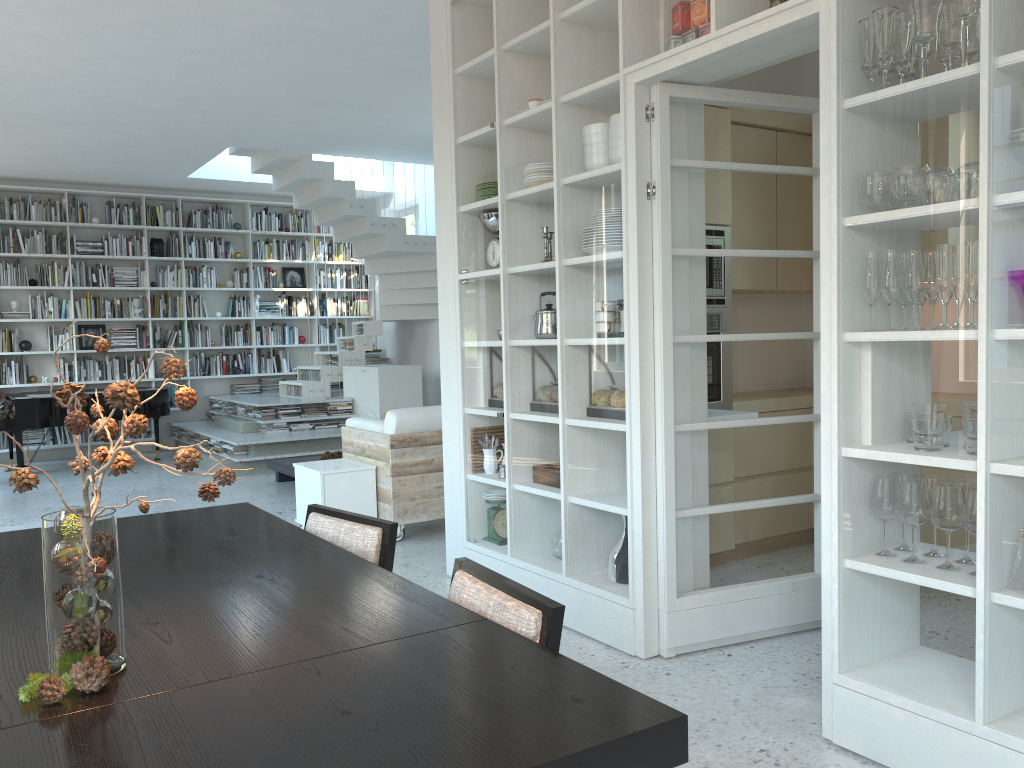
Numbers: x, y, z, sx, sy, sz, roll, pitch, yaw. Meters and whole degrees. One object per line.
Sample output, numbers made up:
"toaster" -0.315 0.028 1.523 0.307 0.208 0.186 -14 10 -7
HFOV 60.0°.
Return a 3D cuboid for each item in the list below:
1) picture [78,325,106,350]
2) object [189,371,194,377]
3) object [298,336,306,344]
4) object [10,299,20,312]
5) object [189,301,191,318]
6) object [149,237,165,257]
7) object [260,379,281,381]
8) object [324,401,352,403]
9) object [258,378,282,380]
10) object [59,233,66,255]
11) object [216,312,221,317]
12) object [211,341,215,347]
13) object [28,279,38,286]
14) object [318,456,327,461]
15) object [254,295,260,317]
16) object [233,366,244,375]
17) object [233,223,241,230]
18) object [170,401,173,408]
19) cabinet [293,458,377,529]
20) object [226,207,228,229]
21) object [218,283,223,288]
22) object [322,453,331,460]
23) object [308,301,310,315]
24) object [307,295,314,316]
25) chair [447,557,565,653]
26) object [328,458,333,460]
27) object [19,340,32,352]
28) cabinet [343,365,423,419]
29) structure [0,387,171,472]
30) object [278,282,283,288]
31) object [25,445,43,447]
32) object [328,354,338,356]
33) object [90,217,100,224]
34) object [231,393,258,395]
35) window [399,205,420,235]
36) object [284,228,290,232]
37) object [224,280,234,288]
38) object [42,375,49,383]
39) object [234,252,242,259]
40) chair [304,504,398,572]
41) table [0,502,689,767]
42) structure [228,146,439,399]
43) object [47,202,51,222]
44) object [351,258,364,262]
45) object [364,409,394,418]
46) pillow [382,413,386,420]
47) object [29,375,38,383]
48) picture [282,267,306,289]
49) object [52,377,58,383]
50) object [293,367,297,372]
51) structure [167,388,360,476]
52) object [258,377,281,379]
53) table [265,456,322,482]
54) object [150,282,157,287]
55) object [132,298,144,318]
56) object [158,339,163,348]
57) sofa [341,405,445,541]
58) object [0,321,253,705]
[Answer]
"picture" -5.023 -0.560 10.616 0.300 0.300 0.077 -4 4 -33
"object" -4.047 -0.131 11.178 0.071 0.072 0.071 -1 3 16
"object" -2.835 -0.590 11.929 0.115 0.116 0.115 1 4 35
"object" -5.675 -0.896 10.119 0.095 0.157 0.121 -3 4 -19
"object" -4.063 -0.933 11.156 0.013 0.208 0.140 -4 4 -33
"object" -4.343 -1.667 10.853 0.135 0.248 0.135 -5 5 -43
"object" -3.209 -0.055 11.758 0.254 0.006 0.161 -3 4 -33
"object" -1.991 0.191 10.089 0.284 0.030 0.177 -3 4 -33
"object" -3.209 -0.066 11.757 0.285 0.005 0.159 -3 4 -33
"object" -5.190 -1.615 10.230 0.075 0.255 0.075 1 5 36
"object" -3.741 -0.882 11.304 0.071 0.072 0.071 -1 3 16
"object" -3.823 -0.510 11.310 0.071 0.072 0.071 -1 3 16
"object" -5.498 -1.158 10.173 0.097 0.098 0.097 -1 3 16
"object" -1.703 0.691 7.962 0.082 0.085 0.082 -3 4 -18
"object" -3.295 -1.006 11.451 0.087 0.288 0.075 -1 4 2
"object" -3.507 -0.173 11.348 0.064 0.114 0.160 2 5 45
"object" -3.517 -2.010 11.345 0.104 0.105 0.104 -1 3 16
"object" -4.244 0.248 10.958 0.093 0.095 0.093 -1 3 16
"cabinet" -1.162 0.770 5.824 0.380 0.487 0.502 -4 4 -33
"object" -3.668 -2.104 11.360 0.006 0.298 0.129 -4 4 -33
"object" -3.723 -1.250 11.325 0.068 0.068 0.068 1 4 35
"object" -1.689 0.678 8.035 0.114 0.101 0.110 1 4 39
"object" -2.764 -1.012 11.981 0.022 0.212 0.178 -4 4 -33
"object" -2.691 -1.044 11.862 0.087 0.288 0.075 -1 4 2
"chair" -0.245 0.815 1.767 0.570 0.783 0.479 -3 4 -28
"object" -1.596 0.691 7.842 0.081 0.083 0.098 -3 4 -28
"object" -5.582 -0.437 10.176 0.133 0.135 0.133 -1 3 16
"cabinet" -1.489 0.129 10.067 0.551 0.668 0.992 -4 4 -33
"structure" -4.630 0.502 9.528 1.917 0.833 1.334 -4 4 -33
"object" -3.072 -1.301 11.738 0.091 0.093 0.091 -1 3 16
"object" -5.571 0.715 10.260 0.254 0.007 0.161 -3 3 -30
"object" -2.219 -0.374 11.182 0.161 0.025 0.174 -3 3 -29
"object" -4.937 -1.928 10.495 0.104 0.106 0.104 1 4 35
"object" -3.481 0.126 11.576 0.345 0.007 0.193 -4 4 -38
"window" -1.231 -1.733 11.682 0.042 1.227 1.117 -4 4 -33
"object" -2.966 -2.027 11.699 0.071 0.072 0.071 -1 3 16
"object" -3.640 -1.278 11.405 0.111 0.113 0.111 1 4 35
"object" -5.394 -0.058 10.249 0.060 0.095 0.078 -3 4 -16
"object" -3.510 -1.642 11.374 0.100 0.102 0.100 1 4 35
"chair" -0.668 0.789 2.479 0.570 0.783 0.480 -5 5 -43
"table" -0.786 0.845 1.944 1.086 0.737 2.198 -4 4 -33
"structure" -2.123 -1.207 10.249 2.612 3.385 1.953 -4 4 -33
"object" -5.365 -1.977 10.271 0.010 0.247 0.157 -4 4 -33
"object" -2.124 -1.741 12.211 0.203 0.137 0.095 -2 4 -17
"object" -1.201 0.432 8.041 0.309 0.522 0.435 -2 3 -3
"pillow" -0.770 0.367 6.045 0.200 0.339 0.462 -4 4 -39
"object" -5.531 -0.053 10.240 0.091 0.092 0.091 1 4 35
"picture" -2.929 -1.419 11.928 0.300 0.300 0.077 -4 4 -33
"object" -5.319 -0.049 10.326 0.061 0.062 0.061 -1 3 16
"object" -2.925 -0.199 11.917 0.071 0.072 0.071 -1 3 16
"structure" -2.400 0.481 10.605 2.898 0.660 3.111 -3 4 -33
"object" -3.203 -0.076 11.747 0.285 0.005 0.159 -3 3 -28
"table" -1.427 0.800 8.088 1.269 0.218 1.257 -3 4 -33
"object" -4.375 -1.213 10.820 0.071 0.072 0.071 -1 3 16
"object" -4.522 -0.914 10.698 0.138 0.244 0.137 0 4 23
"object" -4.291 -0.494 10.838 0.054 0.113 0.079 -4 4 -34
"sofa" -0.066 0.522 6.496 2.194 0.855 0.871 -3 4 -33
"object" -0.633 0.200 1.427 0.542 0.601 0.317 0 4 28
